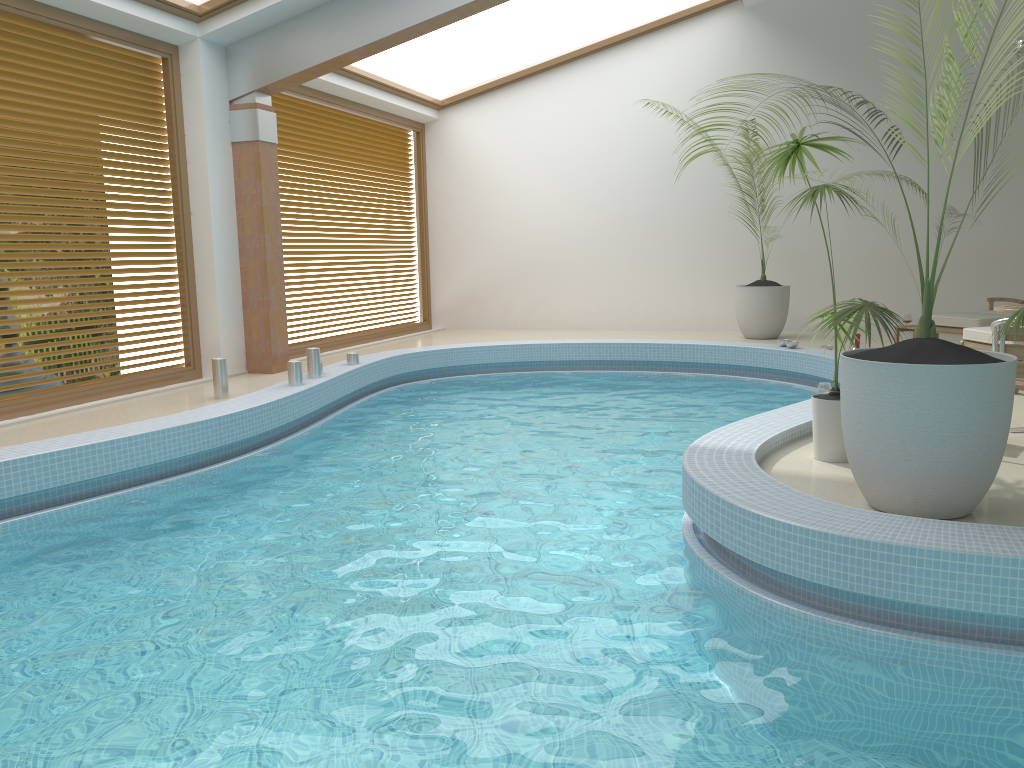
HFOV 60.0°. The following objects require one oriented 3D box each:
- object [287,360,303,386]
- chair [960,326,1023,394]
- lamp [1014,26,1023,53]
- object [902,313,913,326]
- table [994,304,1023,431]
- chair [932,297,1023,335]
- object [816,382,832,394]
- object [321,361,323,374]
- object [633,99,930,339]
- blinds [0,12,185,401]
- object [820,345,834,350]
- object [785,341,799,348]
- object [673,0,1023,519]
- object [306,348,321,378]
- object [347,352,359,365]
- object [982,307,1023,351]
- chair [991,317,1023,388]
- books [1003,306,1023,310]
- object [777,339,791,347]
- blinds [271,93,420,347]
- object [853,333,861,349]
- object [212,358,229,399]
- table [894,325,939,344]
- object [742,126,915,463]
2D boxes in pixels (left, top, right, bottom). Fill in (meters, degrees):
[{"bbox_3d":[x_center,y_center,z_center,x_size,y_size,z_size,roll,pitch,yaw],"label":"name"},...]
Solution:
[{"bbox_3d":[-1.762,-0.088,7.204,0.115,0.194,0.115,-6,10,-30],"label":"object"},{"bbox_3d":[4.570,-0.432,6.813,1.903,0.866,0.861,-2,8,-3],"label":"chair"},{"bbox_3d":[5.010,-4.150,8.240,0.506,1.958,0.505,2,9,19],"label":"lamp"},{"bbox_3d":[4.152,-0.678,9.316,0.102,0.137,0.102,4,10,33],"label":"object"},{"bbox_3d":[3.174,-0.083,5.145,0.700,0.720,0.700,5,11,38],"label":"table"},{"bbox_3d":[4.948,-0.693,8.541,1.903,0.866,0.861,-4,9,-19],"label":"chair"},{"bbox_3d":[2.043,0.061,5.796,0.102,0.137,0.102,3,9,27],"label":"object"},{"bbox_3d":[-1.737,-0.142,7.869,0.115,0.107,0.115,-5,9,-22],"label":"object"},{"bbox_3d":[3.186,-2.022,10.636,2.979,2.960,2.729,-4,9,-16],"label":"object"},{"bbox_3d":[-3.845,-1.237,6.385,0.095,2.921,4.200,2,9,19],"label":"blinds"},{"bbox_3d":[3.300,-0.365,9.301,0.140,0.069,0.140,-3,8,-12],"label":"object"},{"bbox_3d":[2.861,-0.400,9.061,0.140,0.069,0.140,-3,8,-12],"label":"object"},{"bbox_3d":[1.717,-0.977,3.713,2.979,2.960,2.729,5,10,36],"label":"object"},{"bbox_3d":[-1.703,-0.181,7.624,0.115,0.254,0.115,-6,10,-30],"label":"object"},{"bbox_3d":[-1.532,-0.244,8.539,0.115,0.107,0.115,-5,9,-22],"label":"object"},{"bbox_3d":[2.646,-0.368,3.809,0.791,1.695,1.059,-7,10,-35],"label":"object"},{"bbox_3d":[2.811,-0.002,4.579,0.618,0.727,0.563,4,10,31],"label":"chair"},{"bbox_3d":[2.953,-0.434,5.073,0.241,0.004,0.166,-6,10,-30],"label":"books"},{"bbox_3d":[2.833,-0.425,9.240,0.140,0.069,0.140,-3,8,-12],"label":"object"},{"bbox_3d":[-2.183,-1.985,11.243,0.095,2.921,4.414,2,9,19],"label":"blinds"},{"bbox_3d":[2.324,-0.125,5.983,0.109,0.435,0.109,-7,10,-36],"label":"object"},{"bbox_3d":[-2.340,-0.046,7.118,0.115,0.320,0.115,-5,9,-22],"label":"object"},{"bbox_3d":[4.224,-0.475,9.269,0.283,0.255,0.320,-4,9,-19],"label":"table"},{"bbox_3d":[1.601,-0.456,4.572,0.791,1.695,1.059,0,8,6],"label":"object"}]
